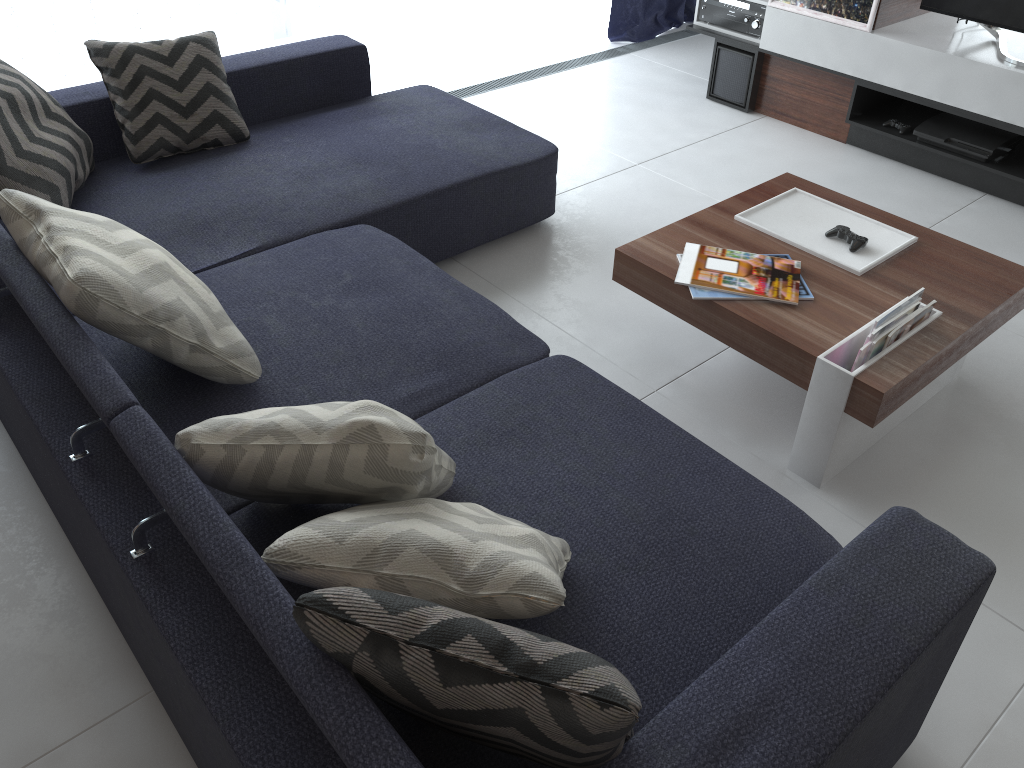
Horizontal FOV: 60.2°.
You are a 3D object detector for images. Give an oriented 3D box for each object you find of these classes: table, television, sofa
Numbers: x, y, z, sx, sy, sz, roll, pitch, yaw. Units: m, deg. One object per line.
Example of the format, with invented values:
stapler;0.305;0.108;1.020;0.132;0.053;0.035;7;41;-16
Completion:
table;0.839;-0.202;2.464;0.819;0.338;0.820;-26;45;-32
television;2.103;-1.496;3.091;0.303;0.754;1.261;-25;44;-32
sofa;-0.246;-0.258;2.294;1.932;0.584;2.944;-26;45;-32

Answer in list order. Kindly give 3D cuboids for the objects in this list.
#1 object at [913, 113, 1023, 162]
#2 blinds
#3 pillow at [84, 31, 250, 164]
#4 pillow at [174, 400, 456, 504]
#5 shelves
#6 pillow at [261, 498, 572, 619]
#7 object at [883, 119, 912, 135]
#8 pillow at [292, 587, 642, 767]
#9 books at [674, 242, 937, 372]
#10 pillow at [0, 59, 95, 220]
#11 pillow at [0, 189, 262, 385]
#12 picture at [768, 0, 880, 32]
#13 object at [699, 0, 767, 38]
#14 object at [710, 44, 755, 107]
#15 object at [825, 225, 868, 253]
object;1.864;-1.015;3.613;0.319;0.065;0.322;-26;45;-32
blinds;0.714;-0.949;1.525;7.243;2.662;5.957;-24;43;-30
pillow;-1.099;-0.941;2.868;0.421;0.330;0.294;-22;42;-29
pillow;-0.315;0.128;1.506;0.418;0.337;0.292;3;36;1
shelves;1.942;-1.295;3.846;0.888;0.479;2.408;-25;44;-32
pillow;-0.109;0.261;1.349;0.416;0.282;0.343;8;37;8
object;1.633;-1.093;3.734;0.071;0.035;0.116;-16;40;-22
pillow;-0.037;0.381;1.134;0.417;0.370;0.230;13;37;15
books;4.044;1.030;0.809;8.317;0.358;0.418;20;40;22
pillow;-1.413;-0.641;2.471;0.356;0.497;0.622;-5;37;-9
pillow;-0.806;-0.203;1.881;0.348;0.372;0.507;-26;44;-32
picture;1.328;-1.847;3.596;0.054;0.671;0.513;-24;43;-32
object;1.162;-1.804;4.251;0.375;0.144;0.378;-26;45;-32
object;1.138;-1.513;4.279;0.259;0.241;0.218;-26;44;-33
object;0.930;-0.408;2.445;0.071;0.035;0.116;-16;40;-22
